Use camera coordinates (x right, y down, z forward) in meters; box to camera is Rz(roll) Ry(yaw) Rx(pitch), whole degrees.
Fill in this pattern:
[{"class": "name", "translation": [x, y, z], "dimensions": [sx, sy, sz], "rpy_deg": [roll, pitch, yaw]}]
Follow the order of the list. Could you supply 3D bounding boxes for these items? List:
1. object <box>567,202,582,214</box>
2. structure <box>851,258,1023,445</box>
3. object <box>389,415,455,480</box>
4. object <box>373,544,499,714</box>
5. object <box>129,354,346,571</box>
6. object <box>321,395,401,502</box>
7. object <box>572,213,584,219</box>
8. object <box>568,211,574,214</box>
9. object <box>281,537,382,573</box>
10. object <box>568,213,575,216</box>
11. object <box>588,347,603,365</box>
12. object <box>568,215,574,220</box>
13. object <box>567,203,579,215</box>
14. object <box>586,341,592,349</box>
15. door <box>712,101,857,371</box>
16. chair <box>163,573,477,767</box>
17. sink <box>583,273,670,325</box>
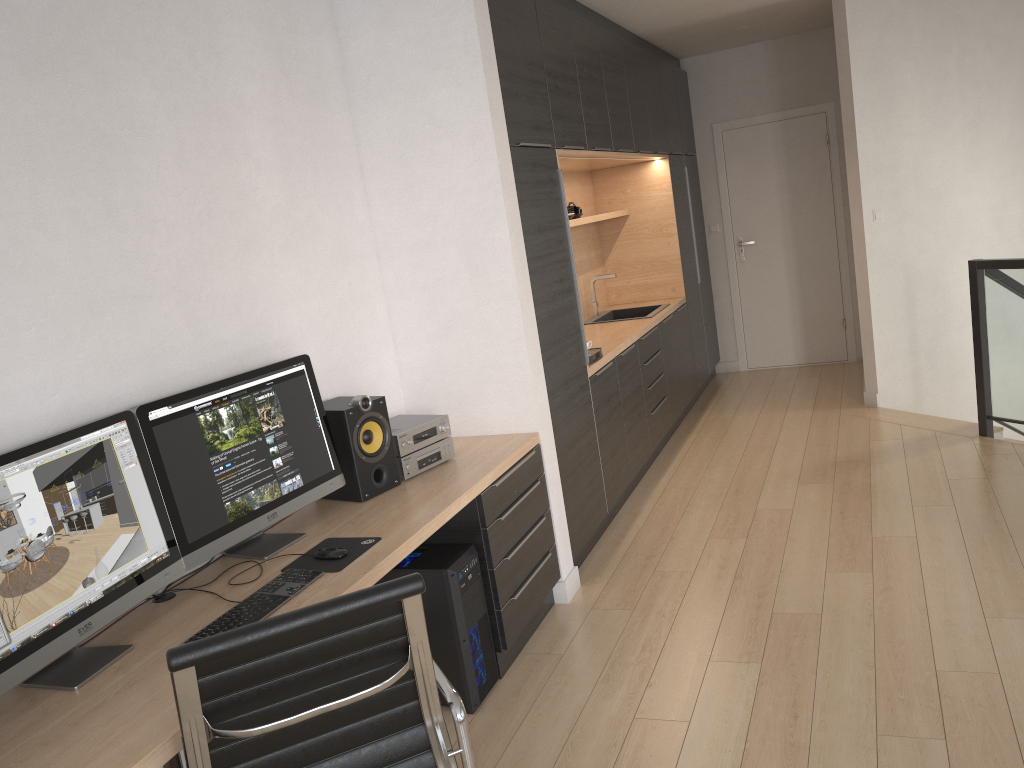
[{"class": "object", "translation": [0.405, -1.143, 5.787], "dimensions": [0.100, 0.093, 0.066], "rpy_deg": [-3, 12, 32]}, {"class": "structure", "translation": [4.532, 1.263, 4.696], "dimensions": [2.823, 4.339, 4.190], "rpy_deg": [-13, 11, -22]}, {"class": "object", "translation": [-0.411, 0.236, 3.365], "dimensions": [0.270, 0.174, 0.285], "rpy_deg": [-1, 13, 37]}, {"class": "object", "translation": [-0.330, 0.857, 3.133], "dimensions": [0.474, 0.527, 0.215], "rpy_deg": [-5, 11, 23]}, {"class": "object", "translation": [-0.802, 0.240, 2.684], "dimensions": [0.190, 0.535, 0.716], "rpy_deg": [-4, 12, 27]}, {"class": "object", "translation": [-0.573, 0.213, 3.137], "dimensions": [0.249, 0.354, 0.198], "rpy_deg": [-1, 13, 37]}, {"class": "object", "translation": [0.396, -1.086, 5.763], "dimensions": [0.145, 0.025, 0.145], "rpy_deg": [-4, 11, 25]}, {"class": "object", "translation": [0.313, -1.048, 5.492], "dimensions": [0.145, 0.025, 0.145], "rpy_deg": [-2, 13, 36]}, {"class": "object", "translation": [-0.518, 0.491, 2.560], "dimensions": [0.200, 0.002, 0.250], "rpy_deg": [-5, 11, 23]}, {"class": "object", "translation": [0.318, -1.037, 5.496], "dimensions": [0.145, 0.025, 0.145], "rpy_deg": [-2, 13, 36]}, {"class": "object", "translation": [0.208, -0.332, 4.740], "dimensions": [0.584, 0.398, 0.618], "rpy_deg": [-5, 11, 23]}, {"class": "object", "translation": [0.317, -1.024, 5.497], "dimensions": [0.145, 0.025, 0.145], "rpy_deg": [-2, 13, 36]}, {"class": "object", "translation": [0.376, -1.123, 5.734], "dimensions": [0.100, 0.093, 0.066], "rpy_deg": [-1, 13, 37]}, {"class": "object", "translation": [0.351, -0.181, 4.531], "dimensions": [0.099, 0.057, 0.095], "rpy_deg": [-4, 11, 25]}, {"class": "door", "translation": [2.296, -1.187, 7.468], "dimensions": [0.974, 2.136, 0.085], "rpy_deg": [-5, 11, 23]}, {"class": "chair", "translation": [-0.434, 0.857, 1.919], "dimensions": [0.664, 0.991, 0.699], "rpy_deg": [-12, 11, -16]}, {"class": "sink", "translation": [0.783, -0.514, 6.152], "dimensions": [0.512, 0.518, 0.626], "rpy_deg": [-5, 11, 23]}]
